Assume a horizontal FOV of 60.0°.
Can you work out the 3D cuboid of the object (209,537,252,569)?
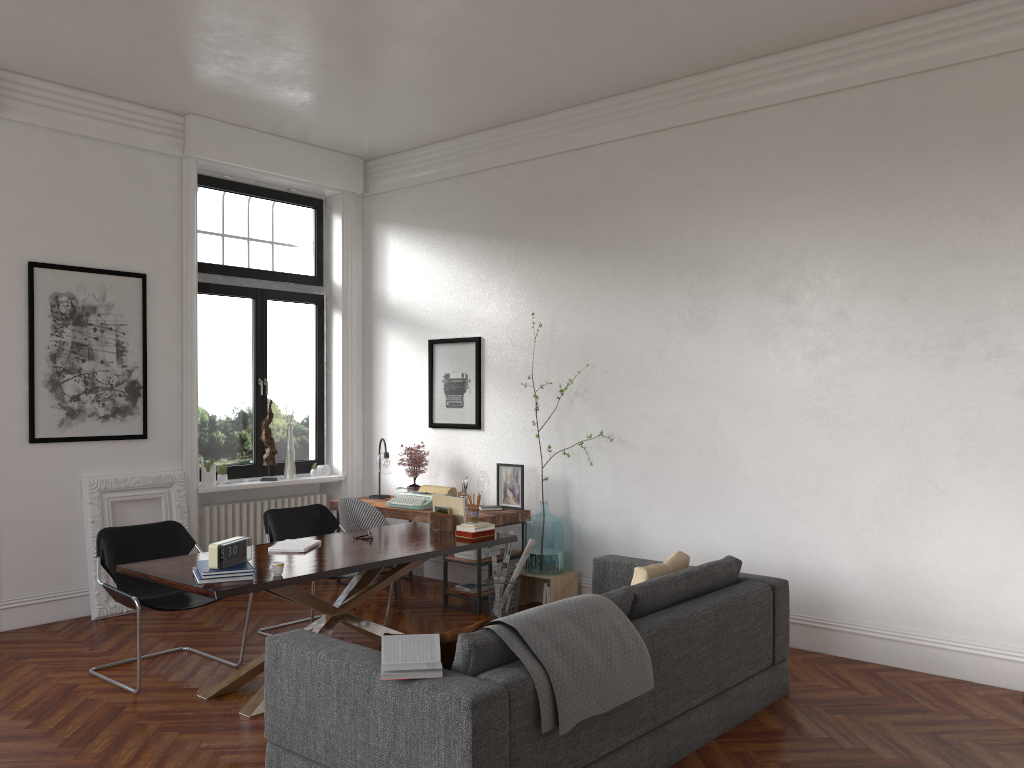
[{"bbox_3d":[-1.452,0.871,4.580,0.082,0.125,0.275,0,-1,14],"label":"object"}]

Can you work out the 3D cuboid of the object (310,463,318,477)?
[{"bbox_3d":[-1.894,0.823,8.491,0.072,0.134,0.072,0,0,-24],"label":"object"}]

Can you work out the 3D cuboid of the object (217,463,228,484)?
[{"bbox_3d":[-2.554,0.789,7.827,0.097,0.185,0.099,0,0,-27],"label":"object"}]

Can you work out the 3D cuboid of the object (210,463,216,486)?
[{"bbox_3d":[-2.598,0.786,7.702,0.051,0.188,0.051,0,0,-15],"label":"object"}]

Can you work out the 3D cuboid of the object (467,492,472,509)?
[{"bbox_3d":[-0.277,0.819,5.963,0.049,0.193,0.008,0,1,10],"label":"object"}]

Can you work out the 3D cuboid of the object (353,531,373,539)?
[{"bbox_3d":[-0.960,0.985,5.788,0.133,0.047,0.114,0,-1,4],"label":"object"}]

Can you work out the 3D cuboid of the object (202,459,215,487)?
[{"bbox_3d":[-2.603,0.757,7.600,0.098,0.244,0.102,0,0,18],"label":"object"}]

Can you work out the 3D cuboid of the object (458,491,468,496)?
[{"bbox_3d":[-0.419,0.980,7.589,0.075,0.113,0.058,0,0,41],"label":"object"}]

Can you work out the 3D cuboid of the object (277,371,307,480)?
[{"bbox_3d":[-2.027,0.366,8.306,0.289,1.054,0.295,0,1,44],"label":"object"}]

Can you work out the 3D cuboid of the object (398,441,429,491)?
[{"bbox_3d":[-0.885,0.775,7.985,0.290,0.529,0.308,0,0,-4],"label":"object"}]

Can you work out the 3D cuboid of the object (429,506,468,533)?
[{"bbox_3d":[-0.439,0.928,6.143,0.228,0.166,0.150,0,0,41],"label":"object"}]

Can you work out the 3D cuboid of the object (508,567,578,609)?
[{"bbox_3d":[0.244,1.636,6.994,0.435,0.316,0.341,0,0,41],"label":"object"}]

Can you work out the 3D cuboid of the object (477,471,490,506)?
[{"bbox_3d":[-0.237,0.883,7.446,0.111,0.302,0.111,0,0,-13],"label":"object"}]

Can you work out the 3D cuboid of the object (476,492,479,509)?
[{"bbox_3d":[-0.233,0.819,5.935,0.008,0.193,0.049,0,0,-26],"label":"object"}]

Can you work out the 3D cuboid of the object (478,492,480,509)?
[{"bbox_3d":[-0.225,0.817,5.946,0.008,0.195,0.036,0,1,-37],"label":"object"}]

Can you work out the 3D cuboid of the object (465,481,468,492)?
[{"bbox_3d":[-0.397,0.931,7.595,0.054,0.207,0.008,0,1,24],"label":"object"}]

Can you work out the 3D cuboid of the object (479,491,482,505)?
[{"bbox_3d":[-0.224,0.819,5.971,0.044,0.194,0.008,0,1,-19],"label":"object"}]

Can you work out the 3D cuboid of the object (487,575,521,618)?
[{"bbox_3d":[-0.063,1.641,6.784,0.261,0.305,0.261,0,0,5],"label":"object"}]

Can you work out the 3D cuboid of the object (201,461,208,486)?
[{"bbox_3d":[-2.659,0.773,7.667,0.051,0.213,0.051,0,0,-15],"label":"object"}]

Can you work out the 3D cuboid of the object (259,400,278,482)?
[{"bbox_3d":[-2.227,0.514,8.112,0.165,0.754,0.143,0,0,-7],"label":"object"}]

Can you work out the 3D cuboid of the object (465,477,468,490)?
[{"bbox_3d":[-0.398,0.915,7.609,0.023,0.239,0.028,0,1,38],"label":"object"}]

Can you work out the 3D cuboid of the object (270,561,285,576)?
[{"bbox_3d":[-1.223,0.959,4.602,0.082,0.065,0.064,0,0,-29],"label":"object"}]

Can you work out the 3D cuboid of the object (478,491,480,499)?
[{"bbox_3d":[-0.232,0.818,5.980,0.038,0.195,0.008,0,1,-23],"label":"object"}]

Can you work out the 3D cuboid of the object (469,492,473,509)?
[{"bbox_3d":[-0.267,0.819,5.938,0.008,0.193,0.049,0,1,45],"label":"object"}]

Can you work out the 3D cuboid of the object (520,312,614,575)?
[{"bbox_3d":[0.421,0.451,6.929,0.807,2.058,0.353,0,0,22],"label":"object"}]

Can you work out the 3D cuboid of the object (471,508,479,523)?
[{"bbox_3d":[-0.248,0.886,5.960,0.058,0.091,0.058,0,0,28],"label":"object"}]

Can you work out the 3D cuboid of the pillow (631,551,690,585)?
[{"bbox_3d":[0.768,1.152,4.794,0.225,0.460,0.486,0,0,40],"label":"pillow"}]

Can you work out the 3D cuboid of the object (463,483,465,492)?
[{"bbox_3d":[-0.413,0.932,7.614,0.008,0.207,0.054,0,0,28],"label":"object"}]

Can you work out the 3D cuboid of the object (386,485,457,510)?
[{"bbox_3d":[-0.802,0.957,7.567,0.535,0.149,0.484,-1,-1,39],"label":"object"}]

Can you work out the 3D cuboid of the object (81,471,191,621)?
[{"bbox_3d":[-2.926,1.246,6.989,0.233,1.062,0.830,0,0,41],"label":"object"}]

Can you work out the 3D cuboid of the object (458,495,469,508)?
[{"bbox_3d":[-0.402,0.983,7.388,0.093,0.101,0.093,0,0,32],"label":"object"}]

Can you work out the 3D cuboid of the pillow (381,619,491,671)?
[{"bbox_3d":[-0.313,1.166,3.679,0.470,0.397,0.330,0,0,-12],"label":"pillow"}]

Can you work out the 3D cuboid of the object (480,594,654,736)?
[{"bbox_3d":[0.225,1.123,3.664,0.400,0.387,0.752,0,0,41],"label":"object"}]

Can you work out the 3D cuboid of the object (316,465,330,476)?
[{"bbox_3d":[-1.846,0.844,8.676,0.132,0.097,0.134,0,0,11],"label":"object"}]
